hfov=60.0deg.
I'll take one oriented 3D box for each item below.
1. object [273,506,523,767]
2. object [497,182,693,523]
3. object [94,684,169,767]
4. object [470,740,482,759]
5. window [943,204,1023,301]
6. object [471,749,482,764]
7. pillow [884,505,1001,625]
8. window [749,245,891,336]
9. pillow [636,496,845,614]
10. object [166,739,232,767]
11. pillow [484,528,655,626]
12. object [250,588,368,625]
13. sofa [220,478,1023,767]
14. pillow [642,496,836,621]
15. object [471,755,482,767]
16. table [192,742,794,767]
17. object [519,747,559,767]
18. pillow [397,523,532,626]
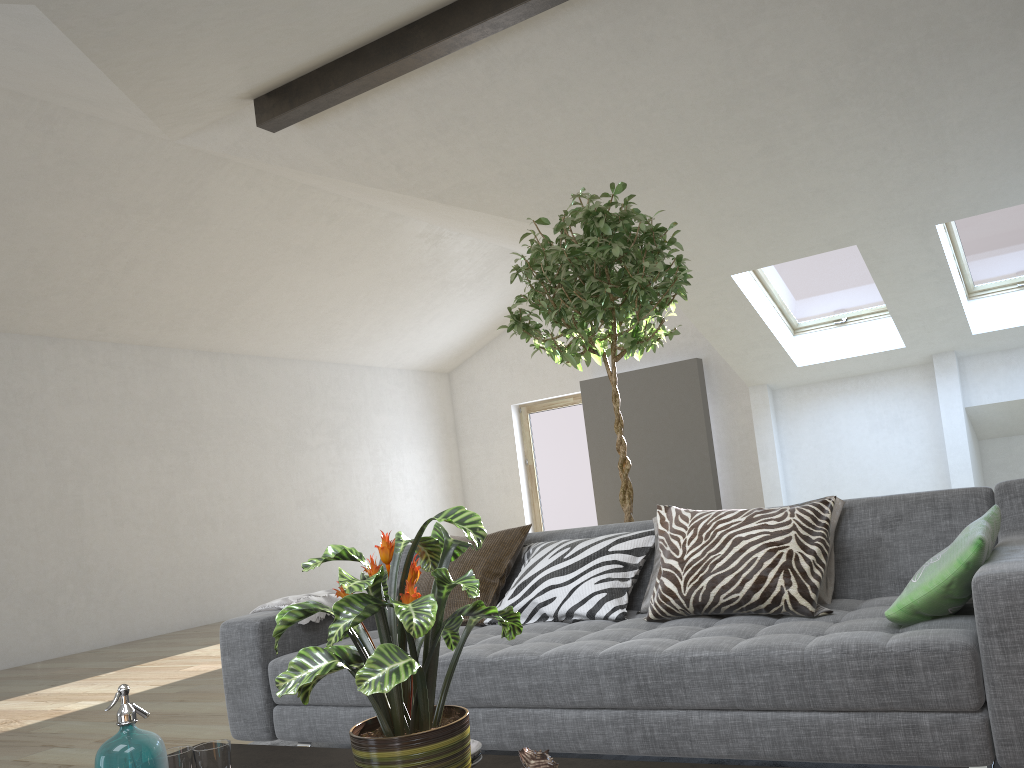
[{"bbox_3d":[-0.175,0.480,1.484,0.379,0.523,0.437,-8,-5,6],"label":"object"},{"bbox_3d":[0.404,0.214,3.576,0.805,2.010,0.812,-8,-3,10],"label":"object"},{"bbox_3d":[-0.689,0.661,1.600,0.122,0.238,0.116,-5,-4,-33],"label":"object"},{"bbox_3d":[-0.114,0.684,1.633,0.118,0.024,0.125,-11,-8,27],"label":"object"},{"bbox_3d":[4.212,-1.185,7.338,1.485,0.725,1.898,-11,-8,31],"label":"window"},{"bbox_3d":[-0.115,0.693,1.630,0.123,0.021,0.120,-5,-8,-18],"label":"object"},{"bbox_3d":[1.063,0.447,2.166,0.230,0.259,0.441,-10,-7,33],"label":"pillow"},{"bbox_3d":[2.861,-0.903,8.148,1.485,0.725,1.898,-11,-8,31],"label":"window"},{"bbox_3d":[0.690,0.540,2.740,0.647,0.317,0.262,-11,-6,31],"label":"pillow"},{"bbox_3d":[-0.668,0.740,1.727,0.235,0.107,0.097,-3,-6,-32],"label":"object"},{"bbox_3d":[0.201,0.658,2.982,0.565,0.282,0.357,-11,-7,31],"label":"pillow"},{"bbox_3d":[-0.697,0.955,3.229,0.360,0.416,0.480,-10,-6,34],"label":"object"},{"bbox_3d":[0.348,0.783,2.744,2.483,0.680,1.022,-12,-7,31],"label":"sofa"},{"bbox_3d":[0.651,0.495,2.560,0.562,0.339,0.280,-12,-6,35],"label":"pillow"},{"bbox_3d":[-0.114,0.703,1.629,0.123,0.021,0.120,-5,-8,-18],"label":"object"},{"bbox_3d":[-0.230,0.871,1.472,1.563,0.323,0.619,-12,-8,31],"label":"table"},{"bbox_3d":[0.044,0.637,1.455,0.069,0.078,0.125,-7,-6,0],"label":"object"},{"bbox_3d":[-0.217,0.721,3.283,0.583,0.336,0.308,-13,-7,41],"label":"pillow"}]
